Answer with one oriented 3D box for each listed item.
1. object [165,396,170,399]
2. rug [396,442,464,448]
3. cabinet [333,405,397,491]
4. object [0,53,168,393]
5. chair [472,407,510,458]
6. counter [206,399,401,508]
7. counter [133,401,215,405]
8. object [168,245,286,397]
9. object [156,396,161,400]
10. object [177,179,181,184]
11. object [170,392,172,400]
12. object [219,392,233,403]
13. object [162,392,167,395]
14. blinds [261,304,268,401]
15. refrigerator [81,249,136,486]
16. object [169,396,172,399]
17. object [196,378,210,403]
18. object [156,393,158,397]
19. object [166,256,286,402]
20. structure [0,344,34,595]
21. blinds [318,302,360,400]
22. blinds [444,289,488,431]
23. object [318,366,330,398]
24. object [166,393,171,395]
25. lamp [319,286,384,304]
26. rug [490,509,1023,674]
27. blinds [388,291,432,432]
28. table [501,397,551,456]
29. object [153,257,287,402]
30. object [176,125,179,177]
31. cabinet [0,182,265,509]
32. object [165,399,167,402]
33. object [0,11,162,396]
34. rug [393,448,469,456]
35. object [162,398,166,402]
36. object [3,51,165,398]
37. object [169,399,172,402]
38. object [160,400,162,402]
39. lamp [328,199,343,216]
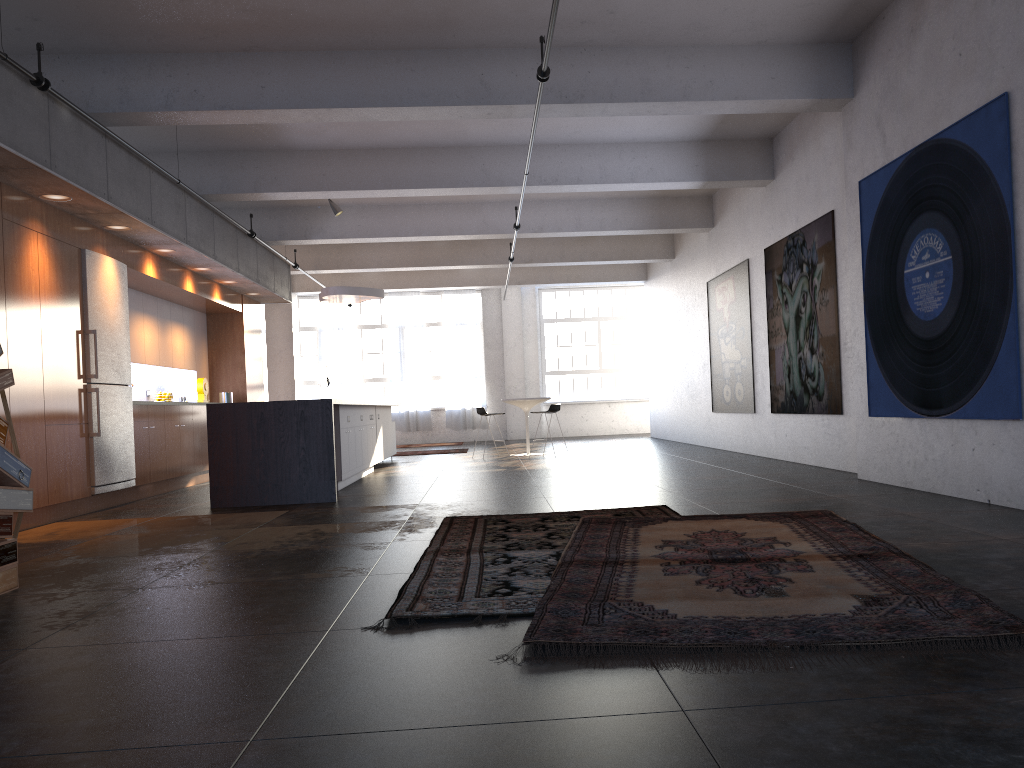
[{"bbox_3d":[-3.912,-0.964,10.226,0.054,2.228,2.373,-2,-1,-27],"label":"object"},{"bbox_3d":[-2.712,1.466,20.738,3.139,0.009,1.810,-2,-1,-4],"label":"rug"},{"bbox_3d":[-2.323,0.781,12.113,0.924,0.930,5.637,-2,-1,-2],"label":"cabinet"},{"bbox_3d":[-4.430,0.131,11.377,0.063,0.051,0.053,-2,-1,-11],"label":"object"},{"bbox_3d":[-0.356,0.822,14.459,0.513,0.895,0.456,-2,0,-26],"label":"chair"},{"bbox_3d":[-2.318,0.735,11.502,1.144,0.971,6.642,-2,-1,-2],"label":"counter"},{"bbox_3d":[-4.795,0.287,11.279,1.611,0.039,4.451,-2,-1,-2],"label":"counter"},{"bbox_3d":[-4.384,0.132,11.353,0.057,0.060,0.053,-3,-1,20],"label":"object"},{"bbox_3d":[-4.488,0.177,11.248,0.053,0.054,0.061,-2,-1,-12],"label":"object"},{"bbox_3d":[-4.447,0.176,11.369,0.052,0.053,0.062,-3,-1,4],"label":"object"},{"bbox_3d":[-4.644,0.174,11.981,0.060,0.209,0.144,-2,-1,-2],"label":"object"},{"bbox_3d":[-4.283,0.213,13.272,0.194,0.170,0.186,-2,-1,-44],"label":"object"},{"bbox_3d":[-3.830,-1.083,6.476,0.059,2.164,9.844,-2,-1,-8],"label":"object"},{"bbox_3d":[-5.753,-0.520,21.586,1.029,3.713,0.313,-2,0,-5],"label":"blinds"},{"bbox_3d":[-3.971,-0.137,8.615,0.221,2.190,0.952,-2,0,-5],"label":"refrigerator"},{"bbox_3d":[-5.672,-1.003,5.589,0.061,2.209,11.907,-3,-1,12],"label":"object"},{"bbox_3d":[-4.402,0.101,12.630,0.100,0.381,0.274,-2,-1,-2],"label":"object"},{"bbox_3d":[-4.512,0.144,11.296,0.052,0.053,0.062,-2,-1,-45],"label":"object"},{"bbox_3d":[-4.001,-0.888,12.652,0.057,2.309,2.950,-3,-1,17],"label":"object"},{"bbox_3d":[-2.740,0.377,3.787,0.639,1.315,1.909,-2,-1,-2],"label":"structure"},{"bbox_3d":[-4.251,-0.582,21.666,1.035,3.674,0.360,-2,0,-5],"label":"blinds"},{"bbox_3d":[-1.185,-0.727,21.886,1.033,3.750,0.341,-2,0,-6],"label":"blinds"},{"bbox_3d":[-4.193,0.555,19.656,1.183,1.919,1.053,-2,0,-3],"label":"object"},{"bbox_3d":[-3.844,-1.027,7.977,0.054,2.168,6.817,-2,-1,-10],"label":"object"},{"bbox_3d":[-2.691,-1.422,14.221,1.057,0.130,1.029,-4,-2,43],"label":"lamp"},{"bbox_3d":[1.066,0.854,4.324,1.868,0.048,3.540,-3,-2,7],"label":"rug"},{"bbox_3d":[-2.553,-0.664,21.781,1.041,3.697,0.337,-2,0,-7],"label":"blinds"},{"bbox_3d":[0.255,0.715,14.826,0.830,0.951,0.827,-2,-1,-3],"label":"table"},{"bbox_3d":[-5.808,0.583,4.912,0.944,1.214,13.263,-3,-1,9],"label":"object"},{"bbox_3d":[-4.411,0.170,11.328,0.050,0.053,0.065,-3,-1,35],"label":"object"},{"bbox_3d":[-5.171,-0.134,10.509,2.384,2.562,8.090,-2,-1,-2],"label":"cabinet"},{"bbox_3d":[-4.484,-1.260,8.384,0.058,2.867,5.948,-2,-1,0],"label":"object"},{"bbox_3d":[-4.471,0.127,11.246,0.058,0.060,0.051,-3,-1,32],"label":"object"},{"bbox_3d":[-2.297,1.343,17.072,2.892,0.029,1.850,-2,-1,-3],"label":"rug"},{"bbox_3d":[-4.423,0.203,11.249,0.052,0.053,0.061,-2,-1,-21],"label":"object"},{"bbox_3d":[-3.893,-1.008,8.583,0.057,2.189,5.585,-2,-1,-13],"label":"object"},{"bbox_3d":[-4.383,0.224,11.326,0.062,0.053,0.053,-2,-1,-16],"label":"object"},{"bbox_3d":[-4.458,0.229,11.269,0.051,0.055,0.060,-2,-1,-12],"label":"object"},{"bbox_3d":[-2.528,-2.543,12.656,0.225,0.287,0.130,-2,0,-20],"label":"lamp"}]
